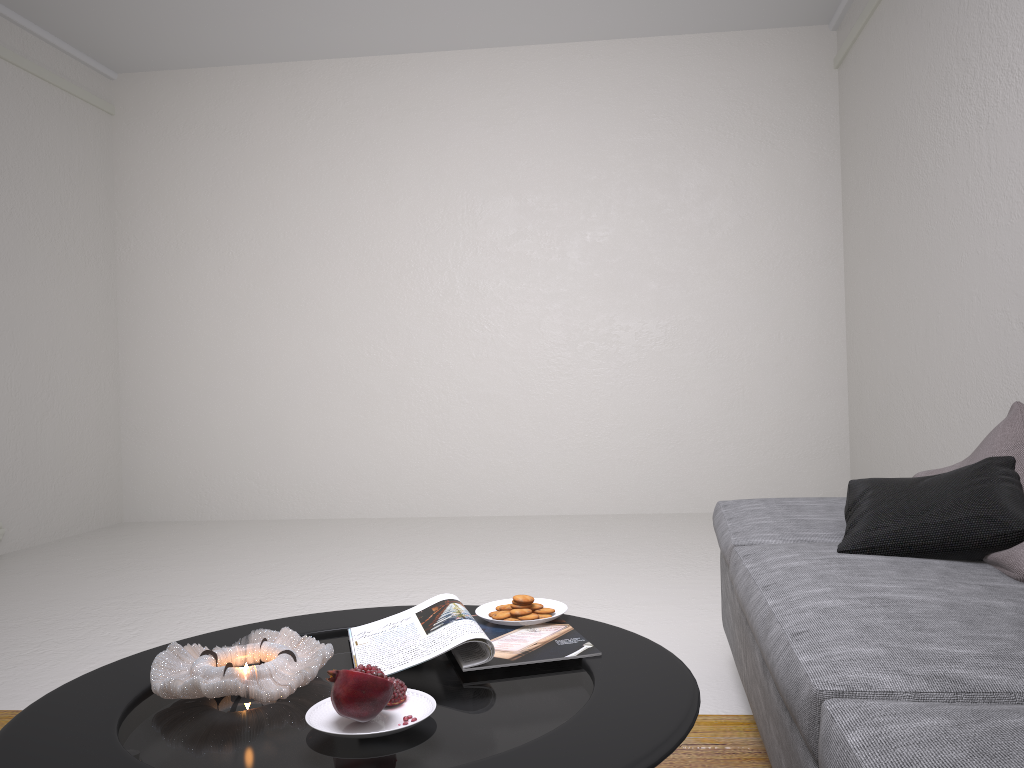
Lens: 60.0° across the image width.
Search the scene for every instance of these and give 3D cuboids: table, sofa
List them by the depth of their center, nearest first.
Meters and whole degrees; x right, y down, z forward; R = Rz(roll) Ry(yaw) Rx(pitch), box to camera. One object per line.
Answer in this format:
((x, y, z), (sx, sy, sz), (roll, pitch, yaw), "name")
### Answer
((0.952, 0.469, 1.187), (1.097, 0.772, 3.071), (-2, 0, 8), "sofa")
((-0.201, 0.656, 1.276), (0.941, 0.449, 0.946), (-2, 0, 4), "table")

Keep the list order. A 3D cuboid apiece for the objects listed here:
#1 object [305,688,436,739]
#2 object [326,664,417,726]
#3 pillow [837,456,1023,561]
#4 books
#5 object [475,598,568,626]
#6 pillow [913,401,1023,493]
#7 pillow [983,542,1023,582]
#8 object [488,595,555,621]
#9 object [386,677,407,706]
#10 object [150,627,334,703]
((-0.183, 0.432, 1.157), (0.171, 0.015, 0.164), (-2, 0, -38), "object")
((-0.190, 0.397, 1.146), (0.108, 0.082, 0.090), (-2, 0, 42), "object")
((1.002, 0.319, 2.120), (0.414, 0.268, 0.408), (-2, 0, 27), "pillow")
((-0.077, 0.405, 1.474), (0.376, 0.048, 0.302), (-2, 0, -14), "books")
((0.018, 0.415, 1.607), (0.169, 0.015, 0.166), (-2, 0, -11), "object")
((1.231, 0.274, 2.349), (0.346, 0.448, 0.486), (-2, 0, 28), "pillow")
((1.185, 0.255, 1.913), (0.336, 0.318, 0.424), (-2, 0, 7), "pillow")
((0.018, 0.403, 1.609), (0.122, 0.036, 0.117), (-2, 0, -32), "object")
((-0.163, 0.418, 1.209), (0.035, 0.036, 0.044), (-2, 0, 16), "object")
((-0.393, 0.416, 1.308), (0.250, 0.062, 0.256), (-2, 0, 14), "object")
